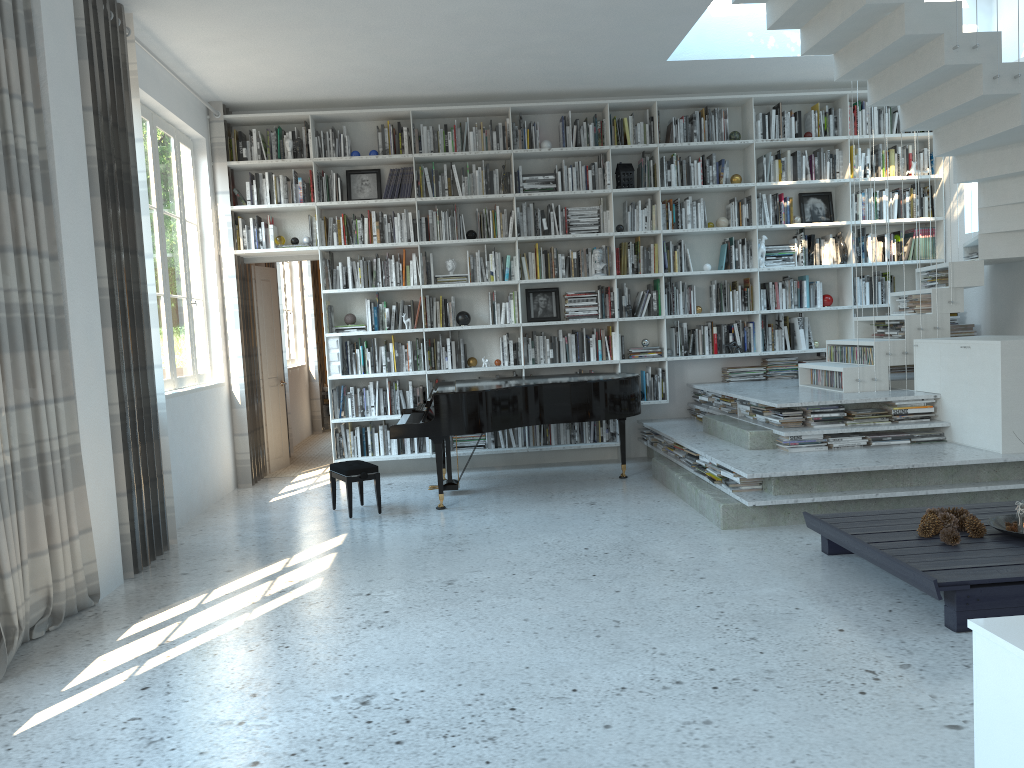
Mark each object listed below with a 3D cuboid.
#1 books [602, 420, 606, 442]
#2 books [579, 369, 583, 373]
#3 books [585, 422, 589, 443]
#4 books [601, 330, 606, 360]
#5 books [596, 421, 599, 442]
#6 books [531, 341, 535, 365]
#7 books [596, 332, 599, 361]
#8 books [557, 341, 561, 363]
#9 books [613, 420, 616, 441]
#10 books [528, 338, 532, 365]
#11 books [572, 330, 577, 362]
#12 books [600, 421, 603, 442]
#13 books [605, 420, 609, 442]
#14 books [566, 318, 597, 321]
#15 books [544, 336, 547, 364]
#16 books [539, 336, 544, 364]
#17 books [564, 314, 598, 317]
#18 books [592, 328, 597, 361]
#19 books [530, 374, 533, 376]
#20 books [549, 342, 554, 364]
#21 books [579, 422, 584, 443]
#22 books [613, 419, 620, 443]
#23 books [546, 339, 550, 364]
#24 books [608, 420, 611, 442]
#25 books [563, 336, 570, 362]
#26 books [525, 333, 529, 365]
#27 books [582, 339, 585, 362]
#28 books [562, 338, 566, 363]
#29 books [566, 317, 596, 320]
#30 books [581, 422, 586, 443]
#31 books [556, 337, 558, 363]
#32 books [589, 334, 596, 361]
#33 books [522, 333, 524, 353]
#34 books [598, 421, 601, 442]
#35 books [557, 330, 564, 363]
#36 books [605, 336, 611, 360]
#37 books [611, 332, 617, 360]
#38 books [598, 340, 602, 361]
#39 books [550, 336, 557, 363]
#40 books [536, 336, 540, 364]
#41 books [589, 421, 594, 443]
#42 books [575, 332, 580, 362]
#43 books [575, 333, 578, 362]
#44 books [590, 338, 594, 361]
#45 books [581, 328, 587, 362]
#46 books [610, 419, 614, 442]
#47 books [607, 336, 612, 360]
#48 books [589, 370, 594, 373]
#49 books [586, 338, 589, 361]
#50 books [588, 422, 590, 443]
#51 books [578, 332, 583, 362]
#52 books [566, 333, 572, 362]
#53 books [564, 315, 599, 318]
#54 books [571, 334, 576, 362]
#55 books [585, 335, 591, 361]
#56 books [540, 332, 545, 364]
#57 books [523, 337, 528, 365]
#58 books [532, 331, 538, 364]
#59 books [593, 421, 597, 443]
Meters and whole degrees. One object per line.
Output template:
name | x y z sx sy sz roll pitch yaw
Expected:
books | 0.814 0.409 7.950 0.022 0.205 0.191 -3 4 -3
books | 0.618 0.025 7.851 0.013 0.303 0.181 -3 4 -3
books | 0.658 0.415 7.937 0.029 0.210 0.170 -3 4 -3
books | 0.804 -0.348 7.903 0.026 0.272 0.175 -3 4 -3
books | 0.752 0.394 7.960 0.028 0.239 0.140 -3 4 -3
books | 0.179 -0.280 7.872 0.024 0.208 0.169 -3 4 -3
books | 0.750 -0.337 7.913 0.014 0.256 0.145 -3 4 -3
books | 0.409 -0.287 7.873 0.023 0.196 0.165 -3 4 -3
books | 0.906 0.414 7.965 0.023 0.182 0.148 -3 4 -3
books | 0.154 -0.291 7.857 0.027 0.234 0.167 -3 4 -3
books | 0.555 -0.342 7.905 0.014 0.286 0.134 -3 4 -3
books | 0.791 0.416 7.959 0.024 0.191 0.154 -3 4 -3
books | 0.837 0.395 7.962 0.028 0.228 0.161 -3 4 -3
books | 0.615 -0.573 7.877 0.254 0.012 0.160 -4 4 -7
books | 0.290 -0.305 7.886 0.021 0.244 0.141 -3 4 -3
books | 0.254 -0.303 7.869 0.027 0.246 0.179 -3 4 -3
books | 0.613 -0.610 7.881 0.285 0.012 0.159 -3 4 -4
books | 0.735 -0.355 7.903 0.014 0.294 0.137 -3 4 -3
books | 0.179 0.059 7.831 0.012 0.285 0.137 -3 4 -3
books | 0.341 -0.276 7.864 0.029 0.184 0.174 -3 4 -3
books | 0.611 0.415 7.961 0.040 0.212 0.129 -3 4 -3
books | 0.938 0.373 7.896 0.038 0.269 0.277 -3 4 -3
books | 0.314 -0.292 7.866 0.023 0.217 0.174 -3 4 -3
books | 0.857 0.380 7.954 0.013 0.256 0.176 -3 4 -3
books | 0.483 -0.312 7.890 0.031 0.237 0.158 -3 4 -3
books | 0.133 -0.311 7.865 0.011 0.276 0.145 -3 4 -3
books | 0.624 -0.303 7.902 0.021 0.203 0.128 -3 4 -3
books | 0.457 -0.303 7.896 0.025 0.221 0.140 -3 4 -3
books | 0.615 -0.586 7.881 0.254 0.012 0.160 -3 4 -1
books | 0.638 0.419 7.931 0.010 0.206 0.179 -3 4 -3
books | 0.389 -0.303 7.883 0.013 0.230 0.138 -3 4 -3
books | 0.719 -0.324 7.893 0.023 0.235 0.174 -3 4 -3
books | 0.091 -0.314 7.873 0.012 0.285 0.159 -3 4 -3
books | 0.772 0.384 7.946 0.011 0.258 0.171 -3 4 -3
books | 0.430 -0.336 7.883 0.026 0.292 0.151 -3 4 -3
books | 0.840 -0.319 7.897 0.042 0.212 0.169 -3 4 -3
books | 0.899 -0.339 7.895 0.033 0.246 0.176 -3 4 -3
books | 0.772 -0.301 7.893 0.023 0.183 0.169 -3 4 -3
books | 0.368 -0.305 7.871 0.029 0.238 0.165 -3 4 -3
books | 0.228 -0.303 7.885 0.024 0.248 0.132 -3 4 -3
books | 0.705 0.393 7.929 0.044 0.251 0.186 -3 4 -3
books | 0.579 -0.330 7.890 0.010 0.261 0.181 -3 4 -3
books | 0.568 -0.325 7.900 0.011 0.252 0.158 -3 4 -3
books | 0.697 -0.307 7.893 0.023 0.204 0.167 -3 4 -3
books | 0.638 -0.350 7.889 0.012 0.297 0.177 -3 4 -3
books | 0.879 0.399 7.950 0.029 0.218 0.190 -3 4 -3
books | 0.866 -0.323 7.899 0.011 0.216 0.166 -3 4 -3
books | 0.711 0.024 7.861 0.015 0.294 0.169 -3 4 -3
books | 0.659 -0.307 7.891 0.024 0.207 0.183 -3 4 -3
books | 0.675 0.373 7.936 0.011 0.293 0.184 -3 4 -3
books | 0.599 -0.332 7.884 0.028 0.265 0.161 -3 4 -3
books | 0.510 -0.323 7.906 0.025 0.255 0.136 -3 4 -3
books | 0.614 -0.597 7.873 0.285 0.012 0.159 -4 4 -8
books | 0.537 -0.319 7.881 0.026 0.245 0.191 -3 4 -3
books | 0.677 -0.322 7.902 0.014 0.235 0.154 -3 4 -3
books | 0.273 -0.322 7.865 0.013 0.282 0.166 -3 4 -3
books | 0.113 -0.295 7.873 0.029 0.244 0.154 -3 4 -3
books | 0.201 -0.324 7.887 0.027 0.291 0.140 -3 4 -3
books | 0.731 0.358 7.932 0.013 0.317 0.186 -3 4 -3
